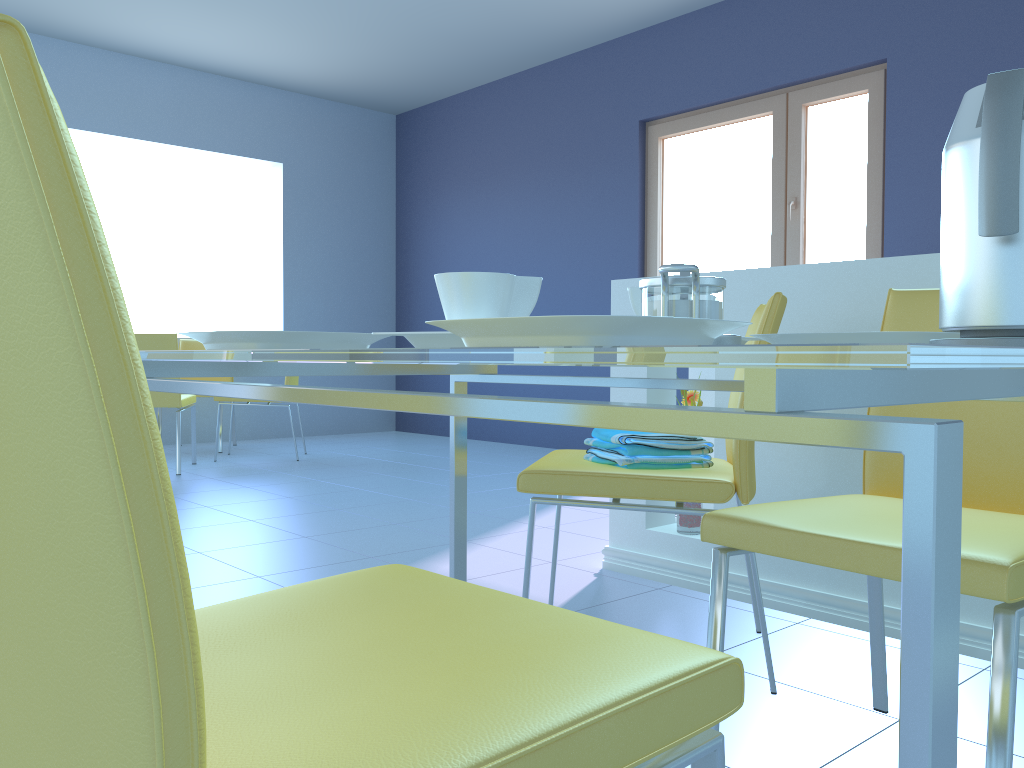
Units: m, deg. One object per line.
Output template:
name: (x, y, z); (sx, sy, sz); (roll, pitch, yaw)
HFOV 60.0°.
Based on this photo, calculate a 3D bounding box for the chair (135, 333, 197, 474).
chair: (-1.855, 0.091, 4.537); (0.387, 0.695, 0.484); (0, 2, -11)

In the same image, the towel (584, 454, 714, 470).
towel: (0.266, 0.151, 1.753); (0.195, 0.024, 0.201); (0, 2, -23)

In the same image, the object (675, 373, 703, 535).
object: (0.464, 0.178, 2.315); (0.067, 0.423, 0.229); (0, 2, -11)

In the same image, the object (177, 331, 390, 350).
object: (-0.273, -0.051, 1.079); (0.228, 0.020, 0.228); (2, 2, 45)

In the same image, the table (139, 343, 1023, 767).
table: (0.050, 0.257, 1.074); (0.730, 0.590, 1.173); (-1, 2, -42)

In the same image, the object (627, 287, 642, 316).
object: (0.216, -0.082, 1.145); (0.111, 0.083, 0.091); (1, 2, 30)

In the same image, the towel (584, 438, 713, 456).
towel: (0.266, 0.122, 1.749); (0.195, 0.027, 0.192); (0, 2, -21)

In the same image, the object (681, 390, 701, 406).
object: (0.521, 0.198, 2.614); (0.085, 0.365, 0.050); (-1, 2, -44)

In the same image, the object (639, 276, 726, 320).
object: (0.180, -0.075, 0.939); (0.090, 0.071, 0.087); (1, 2, 13)

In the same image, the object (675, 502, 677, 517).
object: (0.444, 0.169, 2.563); (0.090, 0.427, 0.054); (0, 2, -10)

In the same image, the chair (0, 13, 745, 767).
chair: (-0.143, 0.212, 0.588); (0.484, 0.695, 0.387); (-1, 2, -45)

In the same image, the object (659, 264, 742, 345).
object: (0.166, -0.074, 0.922); (0.123, 0.081, 0.166); (2, 2, 39)

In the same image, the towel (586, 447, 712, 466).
towel: (0.264, 0.138, 1.748); (0.195, 0.024, 0.201); (0, 2, -17)

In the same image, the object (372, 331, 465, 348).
object: (-0.027, -0.047, 1.000); (0.194, 0.020, 0.190); (1, 2, 29)

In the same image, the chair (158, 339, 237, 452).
chair: (-1.979, 0.060, 5.612); (0.387, 0.695, 0.484); (0, 2, -6)

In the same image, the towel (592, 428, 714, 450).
towel: (0.269, 0.106, 1.746); (0.195, 0.033, 0.190); (0, 2, -16)

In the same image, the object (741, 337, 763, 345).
object: (0.209, -0.049, 1.133); (0.194, 0.020, 0.190); (2, 2, 39)

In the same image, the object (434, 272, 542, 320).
object: (-0.032, -0.079, 0.986); (0.111, 0.083, 0.091); (1, 2, 20)

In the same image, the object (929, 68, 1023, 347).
object: (0.430, -0.139, 0.748); (0.132, 0.222, 0.146); (0, 2, 0)

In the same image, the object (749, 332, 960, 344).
object: (0.403, -0.045, 1.009); (0.228, 0.020, 0.228); (-1, 2, -40)

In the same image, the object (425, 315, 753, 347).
object: (0.060, -0.039, 0.709); (0.228, 0.020, 0.228); (2, 2, 45)

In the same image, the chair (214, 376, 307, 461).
chair: (-1.439, 0.078, 5.147); (0.484, 0.699, 0.387); (0, 2, -6)

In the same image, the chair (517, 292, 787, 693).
chair: (0.283, 0.181, 1.755); (0.484, 0.695, 0.387); (1, 2, 11)

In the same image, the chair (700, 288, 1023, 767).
chair: (0.559, 0.199, 1.187); (0.484, 0.695, 0.387); (-1, 2, -40)

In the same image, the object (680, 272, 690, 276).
object: (0.188, -0.094, 0.969); (0.023, 0.079, 0.077); (1, 2, 13)

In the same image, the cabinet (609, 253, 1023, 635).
cabinet: (1.692, 0.118, 2.524); (2.200, 0.800, 2.139); (-1, 2, -42)

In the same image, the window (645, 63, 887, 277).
window: (1.279, -0.891, 4.694); (0.142, 1.263, 1.475); (-1, 2, -42)
